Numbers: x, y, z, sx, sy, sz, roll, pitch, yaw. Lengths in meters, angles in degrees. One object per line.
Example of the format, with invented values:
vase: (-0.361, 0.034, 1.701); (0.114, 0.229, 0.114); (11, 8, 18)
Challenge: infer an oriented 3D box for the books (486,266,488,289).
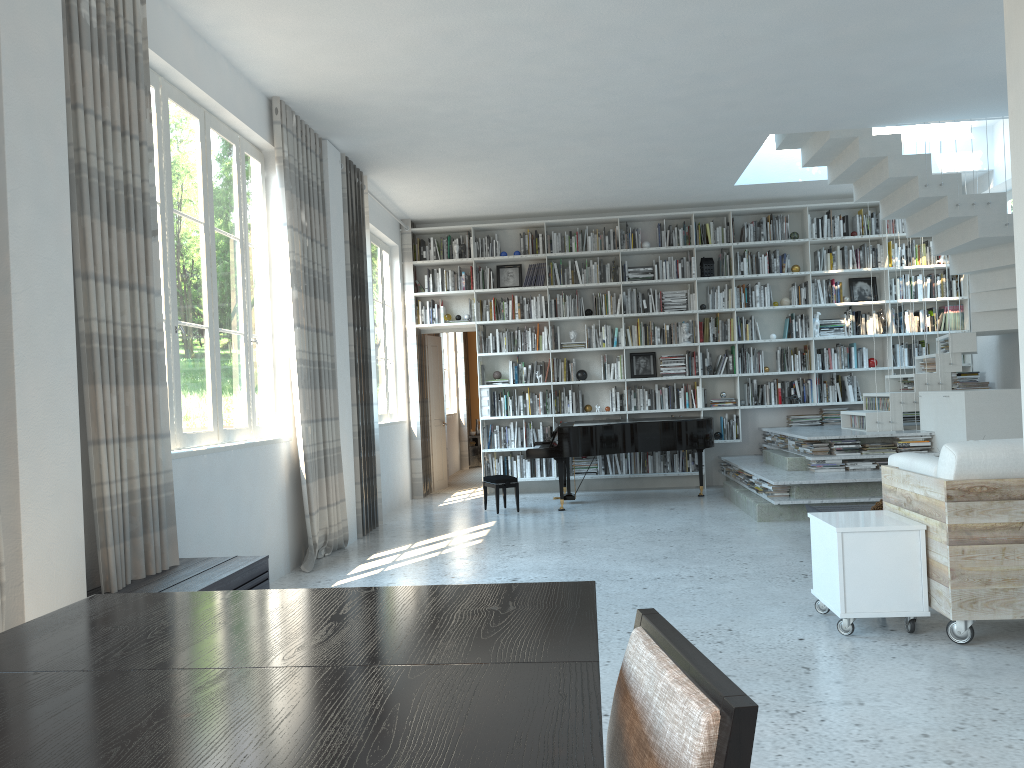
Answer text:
books: (-0.282, -1.227, 10.382); (0.005, 0.281, 0.190); (-3, 0, 5)

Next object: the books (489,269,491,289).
books: (-0.251, -1.213, 10.379); (0.011, 0.250, 0.168); (-3, 0, 5)

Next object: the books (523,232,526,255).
books: (0.152, -1.614, 10.347); (0.024, 0.279, 0.188); (-3, 0, 5)

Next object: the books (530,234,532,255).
books: (0.224, -1.609, 10.339); (0.010, 0.263, 0.156); (-3, 0, 5)

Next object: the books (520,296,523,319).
books: (0.119, -0.880, 10.361); (0.025, 0.286, 0.161); (-3, 0, 5)

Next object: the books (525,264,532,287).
books: (0.199, -1.245, 10.362); (0.110, 0.279, 0.174); (-3, 0, 5)

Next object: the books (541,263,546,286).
books: (0.373, -1.259, 10.333); (0.078, 0.285, 0.174); (-3, 0, 5)

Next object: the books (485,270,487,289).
books: (-0.293, -1.208, 10.385); (0.019, 0.244, 0.153); (-3, 0, 5)

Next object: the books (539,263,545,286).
books: (0.352, -1.258, 10.349); (0.078, 0.285, 0.174); (-3, 0, 5)

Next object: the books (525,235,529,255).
books: (0.178, -1.599, 10.344); (0.028, 0.249, 0.155); (-3, 0, 5)

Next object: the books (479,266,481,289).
books: (-0.364, -1.227, 10.400); (0.006, 0.289, 0.144); (-3, 0, 5)

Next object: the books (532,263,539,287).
books: (0.272, -1.252, 10.336); (0.097, 0.282, 0.174); (-3, 0, 5)

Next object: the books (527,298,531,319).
books: (0.206, -0.872, 10.360); (0.035, 0.260, 0.131); (-3, 0, 5)

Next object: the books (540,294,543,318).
books: (0.345, -0.893, 10.331); (0.022, 0.289, 0.169); (-3, 0, 5)

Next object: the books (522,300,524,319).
books: (0.138, -0.855, 10.348); (0.013, 0.232, 0.171); (-3, 0, 5)

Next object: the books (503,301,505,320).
books: (-0.086, -0.843, 10.373); (0.011, 0.229, 0.170); (-3, 0, 5)

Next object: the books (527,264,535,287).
books: (0.220, -1.247, 10.342); (0.110, 0.279, 0.174); (-3, 0, 5)

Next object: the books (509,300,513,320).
books: (-0.012, -0.851, 10.369); (0.047, 0.238, 0.162); (-3, 0, 5)

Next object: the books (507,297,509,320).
books: (-0.044, -0.866, 10.367); (0.014, 0.272, 0.180); (-3, 0, 5)

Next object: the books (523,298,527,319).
books: (0.159, -0.870, 10.361); (0.029, 0.260, 0.157); (-3, 0, 5)

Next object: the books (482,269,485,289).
books: (-0.329, -1.208, 10.372); (0.004, 0.246, 0.189); (-3, 0, 5)

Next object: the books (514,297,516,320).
books: (0.034, -0.869, 10.350); (0.023, 0.271, 0.187); (-3, 0, 5)

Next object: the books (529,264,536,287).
books: (0.244, -1.247, 10.358); (0.110, 0.279, 0.174); (-3, 0, 5)

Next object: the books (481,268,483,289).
books: (-0.344, -1.214, 10.386); (0.009, 0.260, 0.184); (-3, 0, 5)

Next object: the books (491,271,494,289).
books: (-0.228, -1.196, 10.368); (0.012, 0.214, 0.185); (-3, 0, 5)

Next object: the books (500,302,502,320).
books: (-0.123, -0.842, 10.385); (0.012, 0.230, 0.149); (-3, 0, 5)

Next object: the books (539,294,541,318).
books: (0.327, -0.893, 10.320); (0.012, 0.291, 0.182); (-3, 0, 5)

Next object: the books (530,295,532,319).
books: (0.227, -0.883, 10.340); (0.012, 0.281, 0.188); (-3, 0, 5)

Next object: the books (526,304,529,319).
books: (0.185, -0.833, 10.357); (0.022, 0.186, 0.136); (-3, 0, 5)

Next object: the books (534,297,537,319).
books: (0.274, -0.876, 10.331); (0.022, 0.263, 0.174); (-3, 0, 5)

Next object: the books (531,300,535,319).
books: (0.248, -0.859, 10.334); (0.030, 0.230, 0.172); (-3, 0, 5)

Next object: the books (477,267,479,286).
books: (-0.396, -1.224, 10.396); (0.006, 0.287, 0.148); (-3, 0, 5)

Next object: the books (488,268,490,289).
books: (-0.269, -1.216, 10.372); (0.023, 0.258, 0.183); (-3, 0, 5)

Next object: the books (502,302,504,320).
books: (-0.099, -0.837, 10.367); (0.014, 0.218, 0.164); (-3, 0, 5)

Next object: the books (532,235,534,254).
books: (0.248, -1.605, 10.367); (0.013, 0.254, 0.129); (-3, 0, 5)

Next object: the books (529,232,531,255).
books: (0.213, -1.618, 10.352); (0.013, 0.283, 0.166); (-3, 0, 5)

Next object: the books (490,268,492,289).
books: (-0.240, -1.216, 10.377); (0.012, 0.254, 0.166); (-3, 0, 5)

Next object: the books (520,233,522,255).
books: (0.107, -1.610, 10.368); (0.013, 0.278, 0.151); (-3, 0, 5)

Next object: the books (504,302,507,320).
books: (-0.065, -0.838, 10.364); (0.031, 0.217, 0.173); (-3, 0, 5)

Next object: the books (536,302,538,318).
books: (0.294, -0.848, 10.343); (0.013, 0.206, 0.172); (-3, 0, 5)

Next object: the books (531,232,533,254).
books: (0.234, -1.615, 10.339); (0.011, 0.274, 0.183); (-3, 0, 5)

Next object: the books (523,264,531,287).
books: (0.176, -1.244, 10.355); (0.110, 0.279, 0.174); (-3, 0, 5)

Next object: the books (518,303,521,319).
books: (0.091, -0.834, 10.336); (0.029, 0.195, 0.192); (-3, -1, 5)

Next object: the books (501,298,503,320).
books: (-0.112, -0.866, 10.380); (0.012, 0.277, 0.150); (-3, 0, 5)

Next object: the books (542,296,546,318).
books: (0.374, -0.881, 10.326); (0.035, 0.264, 0.177); (-3, 0, 5)

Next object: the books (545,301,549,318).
books: (0.410, -0.852, 10.297); (0.039, 0.202, 0.236); (-3, -1, 5)

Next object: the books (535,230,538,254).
books: (0.290, -1.629, 10.329); (0.025, 0.297, 0.163); (-3, 0, 5)

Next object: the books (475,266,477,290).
books: (-0.411, -1.227, 10.387); (0.005, 0.292, 0.184); (-3, 0, 5)

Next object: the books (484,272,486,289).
books: (-0.305, -1.195, 10.375); (0.018, 0.218, 0.186); (-3, 0, 5)

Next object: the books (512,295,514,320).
books: (0.017, -0.885, 10.370); (0.014, 0.304, 0.151); (-3, 0, 5)

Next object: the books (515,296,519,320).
books: (0.060, -0.878, 10.342); (0.030, 0.286, 0.185); (-3, 0, 5)

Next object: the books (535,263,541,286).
books: (0.307, -1.256, 10.353); (0.078, 0.285, 0.174); (-3, 0, 5)

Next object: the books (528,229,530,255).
books: (0.200, -1.636, 10.368); (0.014, 0.321, 0.136); (-3, 0, 5)

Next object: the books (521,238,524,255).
books: (0.127, -1.582, 10.354); (0.028, 0.218, 0.153); (-3, 0, 5)

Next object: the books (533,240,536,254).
books: (0.267, -1.574, 10.341); (0.027, 0.190, 0.177); (-3, 0, 5)

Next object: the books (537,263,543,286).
books: (0.330, -1.257, 10.355); (0.078, 0.285, 0.174); (-3, 0, 5)

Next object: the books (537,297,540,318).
books: (0.312, -0.879, 10.350); (0.024, 0.266, 0.155); (-3, 0, 5)

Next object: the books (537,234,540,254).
books: (0.316, -1.611, 10.350); (0.022, 0.260, 0.152); (-3, 0, 5)
